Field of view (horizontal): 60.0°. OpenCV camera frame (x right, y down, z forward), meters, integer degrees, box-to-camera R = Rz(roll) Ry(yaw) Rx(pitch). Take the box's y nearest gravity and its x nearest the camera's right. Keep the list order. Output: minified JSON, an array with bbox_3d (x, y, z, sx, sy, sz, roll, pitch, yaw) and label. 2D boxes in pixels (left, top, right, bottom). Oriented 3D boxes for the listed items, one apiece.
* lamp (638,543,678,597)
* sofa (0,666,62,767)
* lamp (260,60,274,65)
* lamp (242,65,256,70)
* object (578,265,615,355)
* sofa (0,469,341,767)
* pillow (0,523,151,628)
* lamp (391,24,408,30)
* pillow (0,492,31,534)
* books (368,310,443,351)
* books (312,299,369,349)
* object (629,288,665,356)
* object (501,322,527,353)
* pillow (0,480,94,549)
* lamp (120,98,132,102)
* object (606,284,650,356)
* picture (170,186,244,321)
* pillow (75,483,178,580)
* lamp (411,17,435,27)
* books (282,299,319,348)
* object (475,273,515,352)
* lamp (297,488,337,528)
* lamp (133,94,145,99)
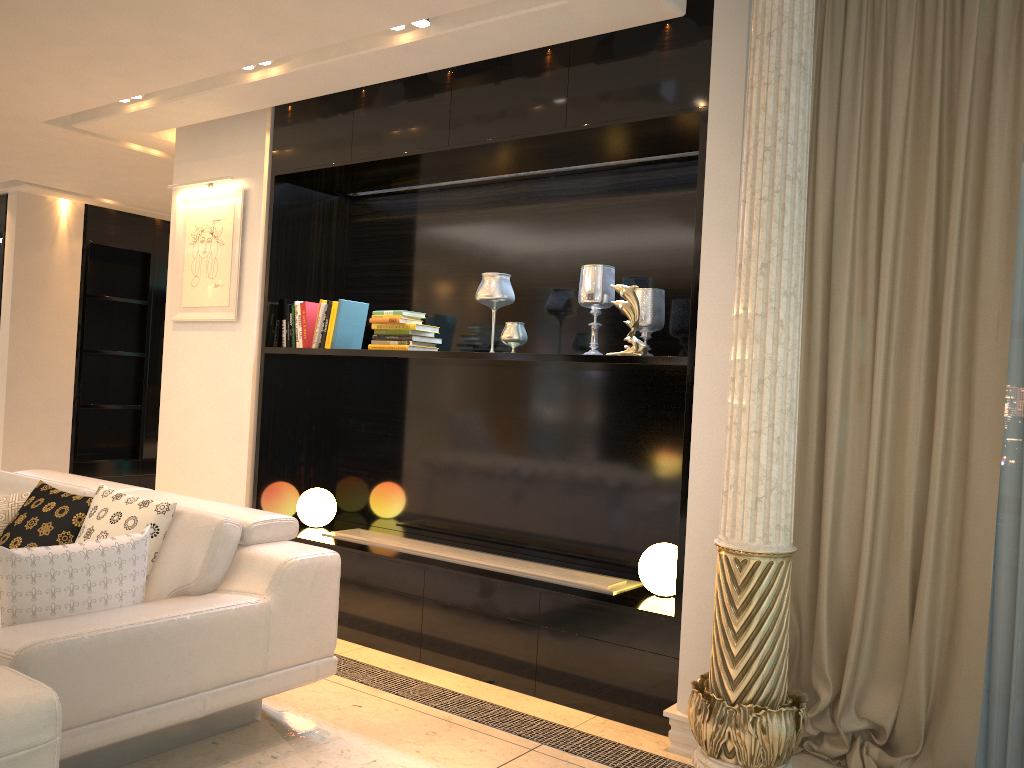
[{"bbox_3d":[0.622,0.755,3.614,0.213,0.214,0.212,3,0,-4],"label":"lamp"},{"bbox_3d":[-1.965,0.767,1.040,1.145,0.754,2.328,3,-1,36],"label":"sofa"},{"bbox_3d":[-1.126,-1.514,4.018,0.107,0.127,0.107,3,0,17],"label":"lamp"},{"bbox_3d":[-1.225,-1.519,4.089,0.107,0.127,0.107,4,-1,-43],"label":"lamp"},{"bbox_3d":[0.373,-0.309,3.951,0.156,0.426,0.156,3,-1,41],"label":"object"},{"bbox_3d":[-1.872,0.791,3.388,2.328,0.754,1.145,3,-1,36],"label":"sofa"},{"bbox_3d":[-1.403,0.620,2.854,0.521,0.325,0.281,4,-1,-45],"label":"pillow"},{"bbox_3d":[-0.461,-1.481,3.537,0.107,0.127,0.107,3,0,17],"label":"lamp"},{"bbox_3d":[-2.262,0.601,3.723,0.521,0.329,0.351,3,-1,36],"label":"pillow"},{"bbox_3d":[-0.532,-0.255,4.407,0.296,0.197,0.260,3,-1,38],"label":"books"},{"bbox_3d":[-0.904,-0.303,4.648,0.210,0.261,0.212,3,-1,36],"label":"books"},{"bbox_3d":[0.575,-0.244,3.794,0.147,0.317,0.147,3,-1,38],"label":"object"},{"bbox_3d":[0.009,-0.204,4.069,0.119,0.154,0.119,4,-1,-44],"label":"object"},{"bbox_3d":[-1.883,0.585,3.463,0.524,0.355,0.323,3,-1,36],"label":"pillow"},{"bbox_3d":[-2.059,-1.559,4.692,0.107,0.127,0.107,4,-1,-43],"label":"lamp"},{"bbox_3d":[0.465,-0.254,3.569,0.182,0.293,0.116,3,-1,33],"label":"object"},{"bbox_3d":[-1.705,-0.715,4.958,0.610,0.729,0.027,3,-1,36],"label":"picture"},{"bbox_3d":[-1.487,0.590,3.230,0.526,0.399,0.255,3,-1,36],"label":"pillow"},{"bbox_3d":[-0.354,-1.464,3.465,0.107,0.127,0.107,3,0,17],"label":"lamp"},{"bbox_3d":[-1.094,-0.316,4.780,0.240,0.270,0.208,3,-1,36],"label":"books"},{"bbox_3d":[-0.084,-0.322,4.156,0.181,0.381,0.181,3,-1,30],"label":"object"},{"bbox_3d":[-1.064,0.673,4.833,0.212,0.214,0.213,3,0,-15],"label":"lamp"},{"bbox_3d":[-1.966,-1.555,4.625,0.107,0.127,0.107,4,-1,-43],"label":"lamp"}]
